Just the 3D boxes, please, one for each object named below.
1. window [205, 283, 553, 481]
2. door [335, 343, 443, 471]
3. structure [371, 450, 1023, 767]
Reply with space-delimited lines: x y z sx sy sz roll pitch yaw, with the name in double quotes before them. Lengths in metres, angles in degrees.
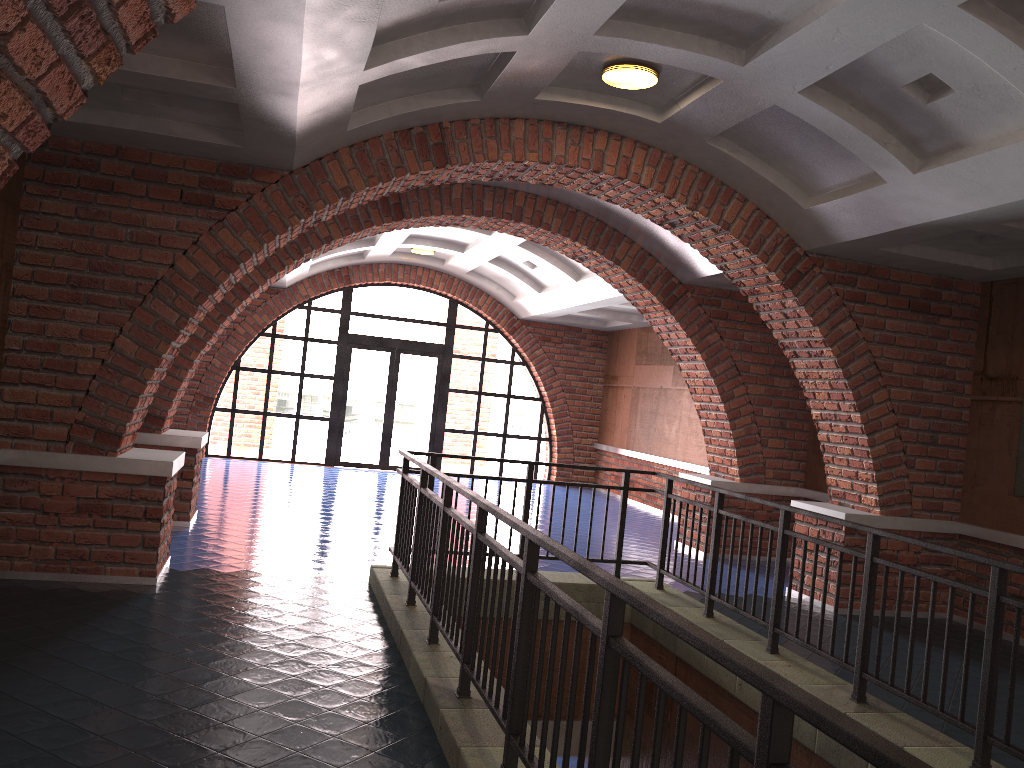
"window" -2.116 -0.106 16.166 6.353 3.471 0.100 6 -1 -15
"door" -2.227 0.453 16.148 1.754 2.236 0.040 6 -1 -15
"structure" 1.247 3.505 2.057 2.464 5.665 11.177 6 -1 -15
